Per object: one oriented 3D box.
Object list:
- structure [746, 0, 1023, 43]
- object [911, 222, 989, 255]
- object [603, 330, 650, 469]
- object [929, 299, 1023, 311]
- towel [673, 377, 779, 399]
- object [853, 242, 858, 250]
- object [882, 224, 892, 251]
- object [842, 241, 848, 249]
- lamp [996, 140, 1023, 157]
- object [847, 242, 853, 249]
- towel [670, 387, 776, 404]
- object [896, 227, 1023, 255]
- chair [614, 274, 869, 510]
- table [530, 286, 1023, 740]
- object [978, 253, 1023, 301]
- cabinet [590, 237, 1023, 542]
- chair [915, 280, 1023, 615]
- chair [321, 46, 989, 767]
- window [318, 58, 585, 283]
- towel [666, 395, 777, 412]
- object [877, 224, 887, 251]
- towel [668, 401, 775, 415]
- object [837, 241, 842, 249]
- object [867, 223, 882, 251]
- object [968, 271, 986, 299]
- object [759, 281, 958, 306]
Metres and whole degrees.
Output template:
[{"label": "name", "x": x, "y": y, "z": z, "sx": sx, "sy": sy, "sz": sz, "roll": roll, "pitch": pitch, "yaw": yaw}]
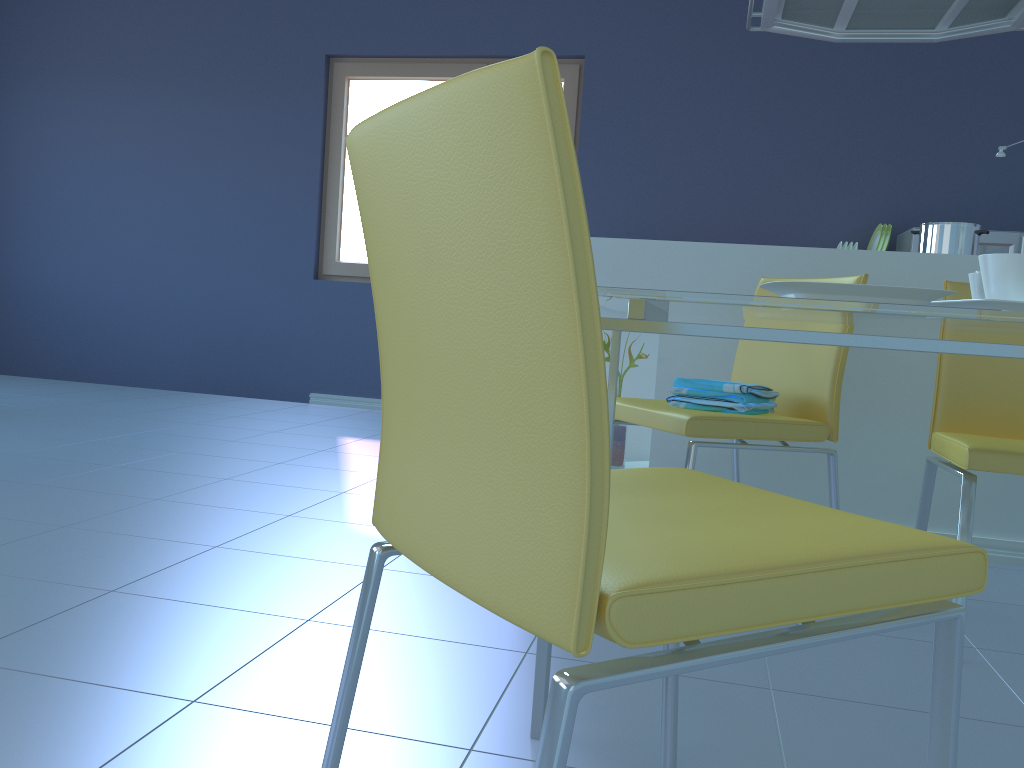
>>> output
[{"label": "structure", "x": 1.193, "y": -1.582, "z": 2.584, "sx": 0.895, "sy": 0.962, "sz": 0.695, "roll": 5, "pitch": 4, "yaw": 12}, {"label": "object", "x": 1.245, "y": -0.399, "z": 2.531, "sx": 0.170, "sy": 0.106, "sz": 0.157, "roll": 4, "pitch": 4, "yaw": -5}, {"label": "object", "x": 0.306, "y": 0.044, "z": 2.582, "sx": 0.229, "sy": 0.423, "sz": 0.067, "roll": 8, "pitch": 5, "yaw": 43}, {"label": "object", "x": 0.681, "y": -0.098, "z": 1.219, "sx": 0.194, "sy": 0.020, "sz": 0.190, "roll": 4, "pitch": 4, "yaw": -7}, {"label": "towel", "x": 0.481, "y": 0.008, "z": 2.004, "sx": 0.190, "sy": 0.033, "sz": 0.195, "roll": 7, "pitch": 5, "yaw": 38}, {"label": "object", "x": 1.655, "y": -0.623, "z": 4.313, "sx": 0.039, "sy": 0.136, "sz": 0.140, "roll": 5, "pitch": 4, "yaw": 8}, {"label": "object", "x": 1.791, "y": -0.667, "z": 4.288, "sx": 0.053, "sy": 0.214, "sz": 0.220, "roll": 5, "pitch": 4, "yaw": 9}, {"label": "object", "x": 1.607, "y": -0.627, "z": 4.320, "sx": 0.039, "sy": 0.136, "sz": 0.140, "roll": 5, "pitch": 4, "yaw": 8}, {"label": "lamp", "x": 2.190, "y": -0.989, "z": 3.603, "sx": 0.400, "sy": 0.134, "sz": 0.037, "roll": 5, "pitch": 4, "yaw": 12}, {"label": "object", "x": 1.631, "y": -0.625, "z": 4.316, "sx": 0.039, "sy": 0.136, "sz": 0.140, "roll": 5, "pitch": 4, "yaw": 8}, {"label": "towel", "x": 0.477, "y": 0.024, "z": 2.006, "sx": 0.192, "sy": 0.027, "sz": 0.195, "roll": 6, "pitch": 5, "yaw": 33}, {"label": "object", "x": 2.143, "y": -0.521, "z": 4.136, "sx": 0.611, "sy": 0.350, "sz": 0.367, "roll": 5, "pitch": 4, "yaw": 12}, {"label": "chair", "x": 0.484, "y": 0.082, "z": 2.023, "sx": 0.484, "sy": 0.695, "sz": 0.387, "roll": 2, "pitch": 4, "yaw": -24}, {"label": "table", "x": 0.686, "y": 0.200, "z": 1.338, "sx": 1.173, "sy": 0.590, "sz": 0.730, "roll": 5, "pitch": 4, "yaw": 12}, {"label": "object", "x": 0.688, "y": -0.130, "z": 1.203, "sx": 0.111, "sy": 0.083, "sz": 0.091, "roll": 3, "pitch": 4, "yaw": -16}, {"label": "cabinet", "x": 1.185, "y": -0.014, "z": 3.465, "sx": 2.139, "sy": 0.800, "sz": 2.200, "roll": 5, "pitch": 4, "yaw": 12}, {"label": "chair", "x": 1.037, "y": 0.141, "z": 1.723, "sx": 0.387, "sy": 0.695, "sz": 0.484, "roll": 5, "pitch": 4, "yaw": 15}, {"label": "chair", "x": 0.099, "y": 0.138, "z": 0.798, "sx": 0.484, "sy": 0.695, "sz": 0.387, "roll": 2, "pitch": 4, "yaw": -30}, {"label": "window", "x": -0.362, "y": -1.169, "z": 4.937, "sx": 1.475, "sy": 1.263, "sz": 0.142, "roll": 5, "pitch": 4, "yaw": 12}, {"label": "towel", "x": 0.475, "y": 0.039, "z": 2.003, "sx": 0.201, "sy": 0.024, "sz": 0.195, "roll": 7, "pitch": 5, "yaw": 37}, {"label": "object", "x": 1.770, "y": -0.668, "z": 4.292, "sx": 0.053, "sy": 0.214, "sz": 0.220, "roll": 5, "pitch": 4, "yaw": 9}, {"label": "towel", "x": 0.473, "y": 0.053, "z": 2.010, "sx": 0.201, "sy": 0.024, "sz": 0.195, "roll": 6, "pitch": 5, "yaw": 32}, {"label": "object", "x": 1.584, "y": -0.629, "z": 4.324, "sx": 0.039, "sy": 0.136, "sz": 0.140, "roll": 5, "pitch": 4, "yaw": 8}, {"label": "object", "x": 1.750, "y": -0.670, "z": 4.295, "sx": 0.053, "sy": 0.214, "sz": 0.220, "roll": 5, "pitch": 4, "yaw": 9}, {"label": "object", "x": 0.797, "y": -0.141, "z": 1.476, "sx": 0.111, "sy": 0.083, "sz": 0.091, "roll": 4, "pitch": 4, "yaw": -6}, {"label": "object", "x": 0.436, "y": -0.111, "z": 1.139, "sx": 0.228, "sy": 0.020, "sz": 0.228, "roll": 5, "pitch": 4, "yaw": 9}]
